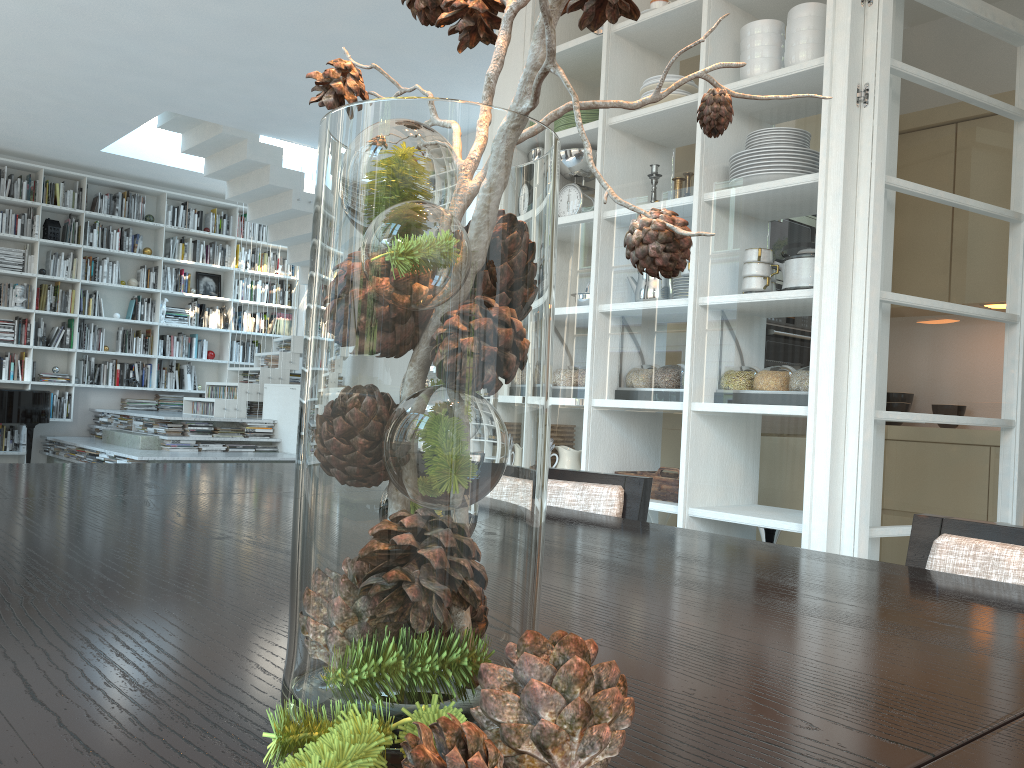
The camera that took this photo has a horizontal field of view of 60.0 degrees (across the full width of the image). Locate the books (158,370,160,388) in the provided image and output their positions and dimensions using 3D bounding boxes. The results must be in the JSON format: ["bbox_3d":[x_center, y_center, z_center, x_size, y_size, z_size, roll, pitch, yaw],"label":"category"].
[{"bbox_3d":[-4.054,-0.057,10.137,0.033,0.213,0.140,4,-1,-41],"label":"books"}]

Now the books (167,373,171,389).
[{"bbox_3d":[-3.968,-0.038,10.199,0.030,0.188,0.140,4,-1,-41],"label":"books"}]

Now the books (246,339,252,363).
[{"bbox_3d":[-3.221,-0.401,10.837,0.013,0.297,0.141,4,-1,-41],"label":"books"}]

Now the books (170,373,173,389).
[{"bbox_3d":[-3.943,-0.035,10.212,0.024,0.185,0.149,4,-1,-41],"label":"books"}]

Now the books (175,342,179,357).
[{"bbox_3d":[-3.892,-0.396,10.229,0.027,0.181,0.186,4,-2,-41],"label":"books"}]

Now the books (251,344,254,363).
[{"bbox_3d":[-3.208,-0.367,10.841,0.014,0.230,0.172,4,-1,-41],"label":"books"}]

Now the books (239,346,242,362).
[{"bbox_3d":[-3.319,-0.362,10.735,0.029,0.201,0.172,4,-1,-41],"label":"books"}]

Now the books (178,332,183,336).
[{"bbox_3d":[-3.849,-0.452,10.276,0.013,0.299,0.147,4,-1,-41],"label":"books"}]

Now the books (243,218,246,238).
[{"bbox_3d":[-3.271,-1.866,10.717,0.012,0.269,0.184,4,-1,-41],"label":"books"}]

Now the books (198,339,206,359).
[{"bbox_3d":[-3.658,-0.405,10.445,0.025,0.235,0.181,4,-1,-41],"label":"books"}]

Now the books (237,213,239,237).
[{"bbox_3d":[-3.334,-1.893,10.667,0.011,0.313,0.172,4,-1,-41],"label":"books"}]

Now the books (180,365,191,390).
[{"bbox_3d":[-3.795,-0.078,10.283,0.075,0.291,0.255,4,-1,-41],"label":"books"}]

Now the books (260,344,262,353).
[{"bbox_3d":[-3.130,-0.366,10.914,0.013,0.240,0.166,4,-1,-41],"label":"books"}]

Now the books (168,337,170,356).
[{"bbox_3d":[-3.958,-0.422,10.173,0.011,0.223,0.162,4,-1,-41],"label":"books"}]

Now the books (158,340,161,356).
[{"bbox_3d":[-4.041,-0.410,10.111,0.023,0.186,0.159,4,-1,-41],"label":"books"}]

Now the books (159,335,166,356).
[{"bbox_3d":[-3.999,-0.436,10.140,0.047,0.244,0.177,4,-1,-41],"label":"books"}]

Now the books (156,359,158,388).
[{"bbox_3d":[-4.070,-0.121,10.102,0.014,0.337,0.132,4,-1,-41],"label":"books"}]

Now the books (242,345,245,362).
[{"bbox_3d":[-3.288,-0.362,10.778,0.025,0.208,0.149,4,-1,-41],"label":"books"}]

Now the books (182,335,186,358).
[{"bbox_3d":[-3.830,-0.432,10.271,0.012,0.262,0.186,4,-1,-41],"label":"books"}]

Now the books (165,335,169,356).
[{"bbox_3d":[-3.979,-0.435,10.171,0.024,0.247,0.143,4,-1,-41],"label":"books"}]

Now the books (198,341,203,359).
[{"bbox_3d":[-3.688,-0.398,10.431,0.037,0.218,0.139,4,-1,-41],"label":"books"}]

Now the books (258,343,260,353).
[{"bbox_3d":[-3.142,-0.374,10.909,0.012,0.254,0.161,4,-1,-41],"label":"books"}]

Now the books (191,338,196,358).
[{"bbox_3d":[-3.744,-0.416,10.351,0.023,0.244,0.189,4,-1,-41],"label":"books"}]

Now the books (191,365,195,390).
[{"bbox_3d":[-3.758,-0.072,10.361,0.025,0.287,0.160,4,-1,-41],"label":"books"}]

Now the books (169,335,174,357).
[{"bbox_3d":[-3.935,-0.432,10.186,0.045,0.246,0.185,4,-1,-41],"label":"books"}]

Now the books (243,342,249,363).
[{"bbox_3d":[-3.250,-0.381,10.775,0.027,0.248,0.184,4,-1,-41],"label":"books"}]

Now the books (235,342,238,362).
[{"bbox_3d":[-3.362,-0.382,10.702,0.037,0.236,0.153,4,-1,-41],"label":"books"}]

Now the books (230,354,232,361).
[{"bbox_3d":[-3.429,-0.407,10.652,0.085,0.278,0.159,4,-1,-41],"label":"books"}]

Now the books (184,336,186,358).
[{"bbox_3d":[-3.826,-0.436,10.301,0.011,0.272,0.152,4,-1,-41],"label":"books"}]

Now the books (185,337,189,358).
[{"bbox_3d":[-3.814,-0.422,10.316,0.026,0.246,0.165,4,-1,-41],"label":"books"}]

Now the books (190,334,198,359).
[{"bbox_3d":[-3.727,-0.438,10.370,0.026,0.290,0.181,4,-1,-41],"label":"books"}]

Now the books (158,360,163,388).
[{"bbox_3d":[-4.033,-0.112,10.152,0.013,0.327,0.130,4,-1,-41],"label":"books"}]

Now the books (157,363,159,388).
[{"bbox_3d":[-4.063,-0.095,10.113,0.015,0.287,0.138,4,-1,-41],"label":"books"}]

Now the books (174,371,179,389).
[{"bbox_3d":[-3.900,-0.048,10.243,0.052,0.217,0.184,4,-1,-41],"label":"books"}]

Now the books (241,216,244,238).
[{"bbox_3d":[-3.289,-1.875,10.719,0.013,0.286,0.150,4,-1,-41],"label":"books"}]

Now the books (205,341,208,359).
[{"bbox_3d":[-3.640,-0.397,10.462,0.027,0.223,0.170,4,-1,-41],"label":"books"}]

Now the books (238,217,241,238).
[{"bbox_3d":[-3.324,-1.872,10.694,0.022,0.275,0.160,4,-1,-41],"label":"books"}]

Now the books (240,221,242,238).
[{"bbox_3d":[-3.314,-1.845,10.717,0.025,0.223,0.136,4,-1,-41],"label":"books"}]

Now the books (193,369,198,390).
[{"bbox_3d":[-3.732,-0.063,10.397,0.062,0.274,0.148,4,-1,-41],"label":"books"}]

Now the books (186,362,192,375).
[{"bbox_3d":[-3.786,-0.093,10.366,0.012,0.326,0.136,4,-1,-41],"label":"books"}]

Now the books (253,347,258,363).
[{"bbox_3d":[-3.168,-0.352,10.861,0.021,0.205,0.174,4,-1,-41],"label":"books"}]

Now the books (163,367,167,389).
[{"bbox_3d":[-3.994,-0.068,10.159,0.015,0.243,0.156,4,-1,-41],"label":"books"}]

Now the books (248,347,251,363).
[{"bbox_3d":[-3.238,-0.355,10.823,0.027,0.201,0.164,4,-1,-41],"label":"books"}]

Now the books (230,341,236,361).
[{"bbox_3d":[-3.379,-0.392,10.677,0.024,0.252,0.175,4,-1,-41],"label":"books"}]

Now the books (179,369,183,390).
[{"bbox_3d":[-3.863,-0.056,10.280,0.031,0.239,0.171,4,-1,-41],"label":"books"}]

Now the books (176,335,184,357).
[{"bbox_3d":[-3.851,-0.431,10.246,0.028,0.255,0.191,4,-1,-41],"label":"books"}]

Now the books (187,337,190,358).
[{"bbox_3d":[-3.786,-0.422,10.314,0.014,0.249,0.177,4,-1,-41],"label":"books"}]

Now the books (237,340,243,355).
[{"bbox_3d":[-3.309,-0.393,10.767,0.024,0.267,0.133,4,-1,-41],"label":"books"}]

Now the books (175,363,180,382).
[{"bbox_3d":[-3.889,-0.089,10.281,0.010,0.304,0.131,4,-1,-41],"label":"books"}]

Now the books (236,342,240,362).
[{"bbox_3d":[-3.340,-0.384,10.722,0.022,0.242,0.151,4,-1,-41],"label":"books"}]

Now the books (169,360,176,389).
[{"bbox_3d":[-3.922,-0.108,10.223,0.014,0.333,0.168,4,-1,-41],"label":"books"}]

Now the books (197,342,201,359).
[{"bbox_3d":[-3.703,-0.391,10.397,0.030,0.200,0.189,4,-1,-41],"label":"books"}]

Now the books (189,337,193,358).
[{"bbox_3d":[-3.774,-0.423,10.358,0.012,0.254,0.161,4,-1,-41],"label":"books"}]

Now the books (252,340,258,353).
[{"bbox_3d":[-3.159,-0.391,10.879,0.011,0.284,0.161,4,-1,-41],"label":"books"}]

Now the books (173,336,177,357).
[{"bbox_3d":[-3.918,-0.427,10.221,0.026,0.239,0.177,4,-1,-41],"label":"books"}]

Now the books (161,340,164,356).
[{"bbox_3d":[-4.022,-0.407,10.124,0.022,0.184,0.162,4,-1,-41],"label":"books"}]

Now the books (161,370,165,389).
[{"bbox_3d":[-4.016,-0.055,10.155,0.023,0.214,0.163,4,-1,-41],"label":"books"}]

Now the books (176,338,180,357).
[{"bbox_3d":[-3.882,-0.419,10.250,0.012,0.229,0.179,4,-1,-41],"label":"books"}]
